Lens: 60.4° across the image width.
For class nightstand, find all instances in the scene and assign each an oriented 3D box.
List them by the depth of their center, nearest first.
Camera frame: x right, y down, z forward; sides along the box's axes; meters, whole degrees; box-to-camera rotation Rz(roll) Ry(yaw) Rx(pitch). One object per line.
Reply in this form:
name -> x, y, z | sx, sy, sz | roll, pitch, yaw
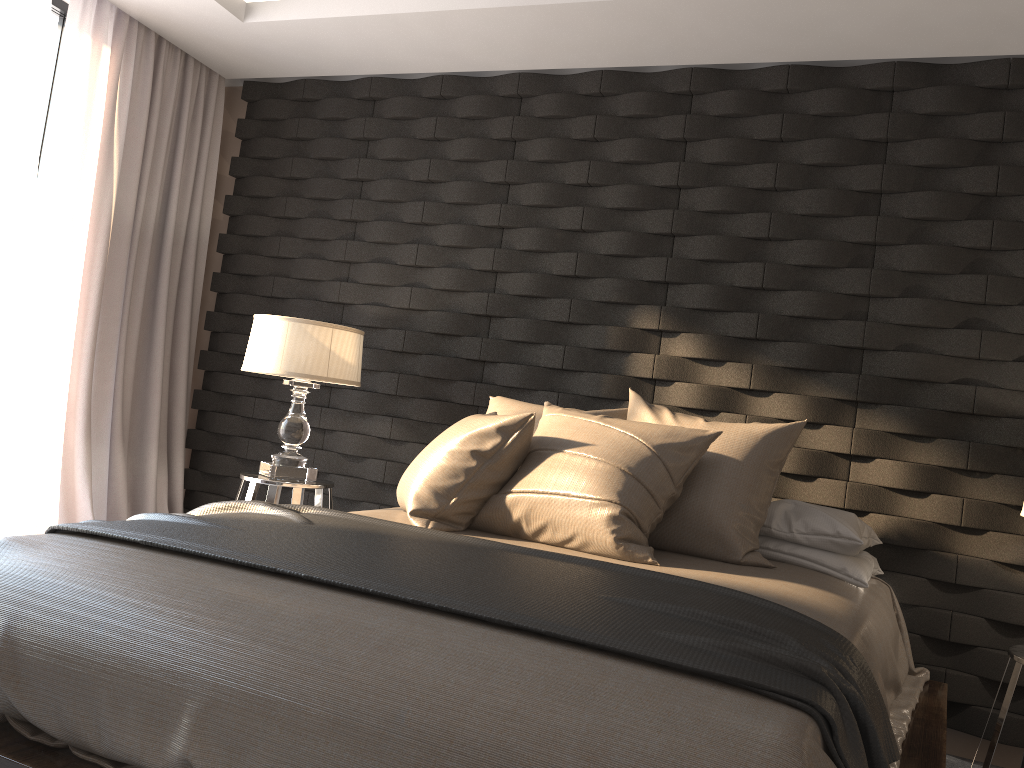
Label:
nightstand -> 1.662, 1.058, 2.566 | 0.648, 0.473, 0.592 | 9, -3, -27
nightstand -> -0.943, 0.679, 3.536 | 0.522, 0.604, 0.578 | 6, -4, 37

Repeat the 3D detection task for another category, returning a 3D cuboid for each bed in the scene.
bed -> -0.002, 0.752, 2.376 | 2.199, 0.625, 2.385 | 7, -2, 25

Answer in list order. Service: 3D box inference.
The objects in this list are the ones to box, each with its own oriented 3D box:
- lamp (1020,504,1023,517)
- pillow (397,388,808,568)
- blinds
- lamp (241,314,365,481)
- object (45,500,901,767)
lamp -> 1.738, 0.512, 2.581 | 0.478, 0.631, 0.453 | 9, -3, -13
pillow -> 0.222, 0.234, 2.787 | 1.206, 0.519, 0.937 | 7, -3, 26
blinds -> -1.691, -0.433, 3.990 | 0.331, 2.644, 1.027 | 7, -3, 18
lamp -> -0.869, 0.066, 3.581 | 0.489, 0.631, 0.442 | 10, -4, -33
object -> -0.189, 0.532, 1.966 | 1.973, 0.323, 0.642 | 7, -3, 23
